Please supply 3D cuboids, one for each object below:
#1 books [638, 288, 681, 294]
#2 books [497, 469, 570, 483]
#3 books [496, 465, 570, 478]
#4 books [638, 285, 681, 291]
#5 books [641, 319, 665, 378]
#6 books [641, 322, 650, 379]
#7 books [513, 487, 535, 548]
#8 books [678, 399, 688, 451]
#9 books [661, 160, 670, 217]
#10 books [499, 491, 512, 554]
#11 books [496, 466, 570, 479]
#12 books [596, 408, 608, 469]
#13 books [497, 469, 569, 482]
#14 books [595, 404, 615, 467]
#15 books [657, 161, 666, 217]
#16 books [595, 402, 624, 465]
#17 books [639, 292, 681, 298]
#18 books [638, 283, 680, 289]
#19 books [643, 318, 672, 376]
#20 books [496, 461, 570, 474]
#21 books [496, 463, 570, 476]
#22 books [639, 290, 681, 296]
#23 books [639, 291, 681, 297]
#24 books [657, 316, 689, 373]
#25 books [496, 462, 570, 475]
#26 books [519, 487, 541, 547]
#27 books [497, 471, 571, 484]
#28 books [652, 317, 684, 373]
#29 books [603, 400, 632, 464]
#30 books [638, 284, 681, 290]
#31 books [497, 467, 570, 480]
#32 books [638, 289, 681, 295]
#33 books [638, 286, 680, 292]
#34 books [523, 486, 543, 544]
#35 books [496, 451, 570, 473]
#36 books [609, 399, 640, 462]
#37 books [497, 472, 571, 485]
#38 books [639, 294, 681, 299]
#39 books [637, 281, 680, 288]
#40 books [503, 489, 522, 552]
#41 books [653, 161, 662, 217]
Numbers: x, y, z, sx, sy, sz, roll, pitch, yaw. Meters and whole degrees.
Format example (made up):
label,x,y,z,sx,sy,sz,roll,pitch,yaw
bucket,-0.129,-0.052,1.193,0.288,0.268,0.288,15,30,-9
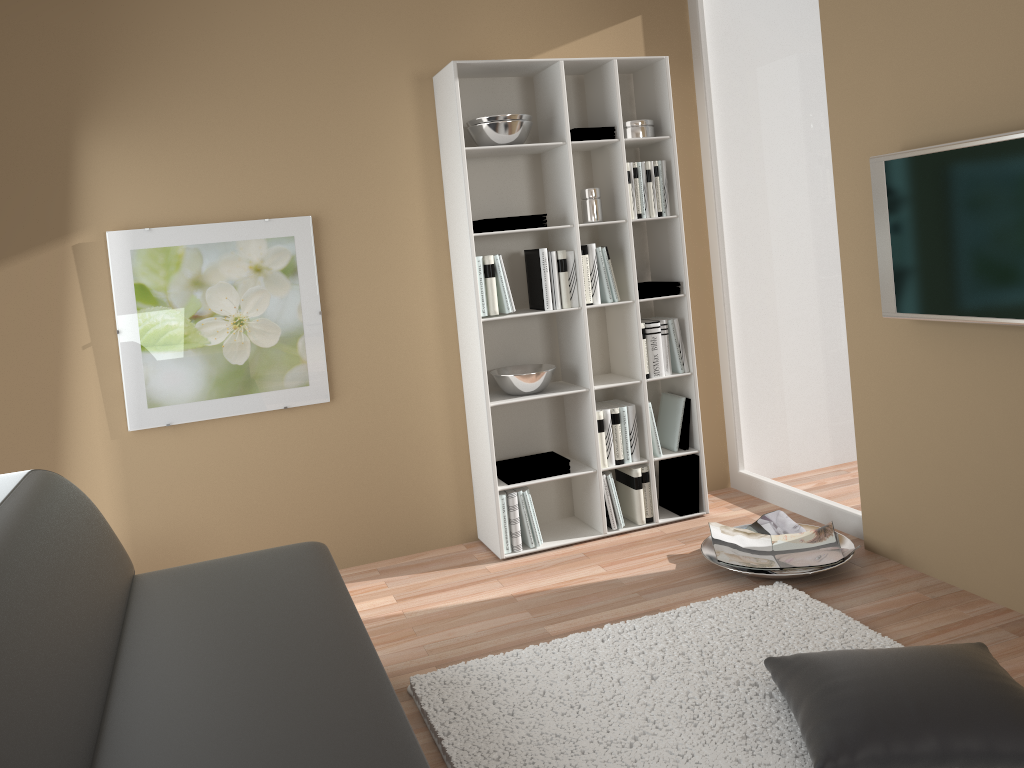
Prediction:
label,x,y,z,sx,sy,sz,roll,pitch,yaw
books,0.635,-0.448,4.198,0.211,0.006,0.299,-9,9,-19
books,0.087,0.394,3.979,0.298,0.006,0.211,-9,9,-19
books,0.085,0.372,3.977,0.298,0.006,0.211,-8,9,-18
books,0.637,-0.460,4.200,0.211,0.008,0.299,-9,9,-19
books,0.632,-0.170,4.148,0.076,0.257,0.208,-6,5,-18
books,0.572,-0.162,4.132,0.040,0.257,0.208,-6,5,-18
books,0.031,0.578,3.935,0.060,0.258,0.208,-6,5,-19
books,0.785,0.180,4.234,0.043,0.237,0.212,-6,5,-18
books,0.682,-0.918,4.171,0.020,0.257,0.208,-6,5,-19
books,-0.062,0.594,3.906,0.040,0.257,0.208,-6,5,-18
books,0.086,0.378,3.979,0.298,0.006,0.211,-9,9,-19
books,0.372,0.239,4.054,0.040,0.257,0.208,-6,5,-18
books,0.084,0.389,3.979,0.299,0.006,0.211,-9,9,-21
books,0.408,0.232,4.074,0.040,0.257,0.208,-6,5,-19
books,0.662,-0.915,4.164,0.020,0.257,0.208,-6,5,-18
books,0.448,0.227,4.086,0.040,0.257,0.208,-6,5,-18
books,0.637,-0.426,4.200,0.211,0.006,0.299,-9,9,-19
books,0.633,-0.470,4.195,0.211,0.007,0.299,-9,9,-19
books,0.685,-0.180,4.182,0.040,0.257,0.208,-6,5,-19
books,0.086,0.356,3.978,0.298,0.007,0.211,-9,9,-19
books,0.083,0.366,3.982,0.298,0.008,0.211,-9,9,-19
books,0.635,-0.438,4.202,0.211,0.006,0.299,-9,9,-20
books,0.636,-0.432,4.200,0.211,0.006,0.299,-9,9,-19
books,0.759,-0.191,4.203,0.060,0.258,0.208,-6,5,-19
books,0.083,0.361,3.982,0.298,0.008,0.211,-9,9,-19
books,0.057,0.577,3.939,0.058,0.256,0.208,-6,5,-18
books,0.087,0.400,3.980,0.298,0.006,0.211,-9,9,-19
books,0.735,-0.187,4.195,0.060,0.258,0.208,-6,5,-18
books,0.486,0.221,4.101,0.040,0.257,0.208,-6,5,-18
books,0.637,-0.465,4.200,0.211,0.008,0.299,-9,9,-19
books,0.087,0.383,3.979,0.298,0.006,0.211,-9,9,-19
books,0.636,-0.443,4.198,0.211,0.006,0.299,-9,9,-19
books,0.633,-0.454,4.199,0.211,0.006,0.299,-8,9,-17
books,0.067,0.571,3.960,0.058,0.256,0.208,-6,5,-18
books,0.086,0.350,3.979,0.298,0.006,0.211,-9,9,-19
books,0.527,0.215,4.115,0.040,0.257,0.208,-6,5,-18
books,0.087,0.405,3.978,0.298,0.007,0.211,-9,9,-19
books,0.636,-0.421,4.201,0.211,0.007,0.299,-9,9,-19
books,0.634,-0.475,4.195,0.211,0.006,0.299,-9,9,-19
books,-0.016,0.588,3.916,0.040,0.257,0.208,-6,5,-18
books,0.643,-0.912,4.156,0.020,0.257,0.208,-6,5,-19
